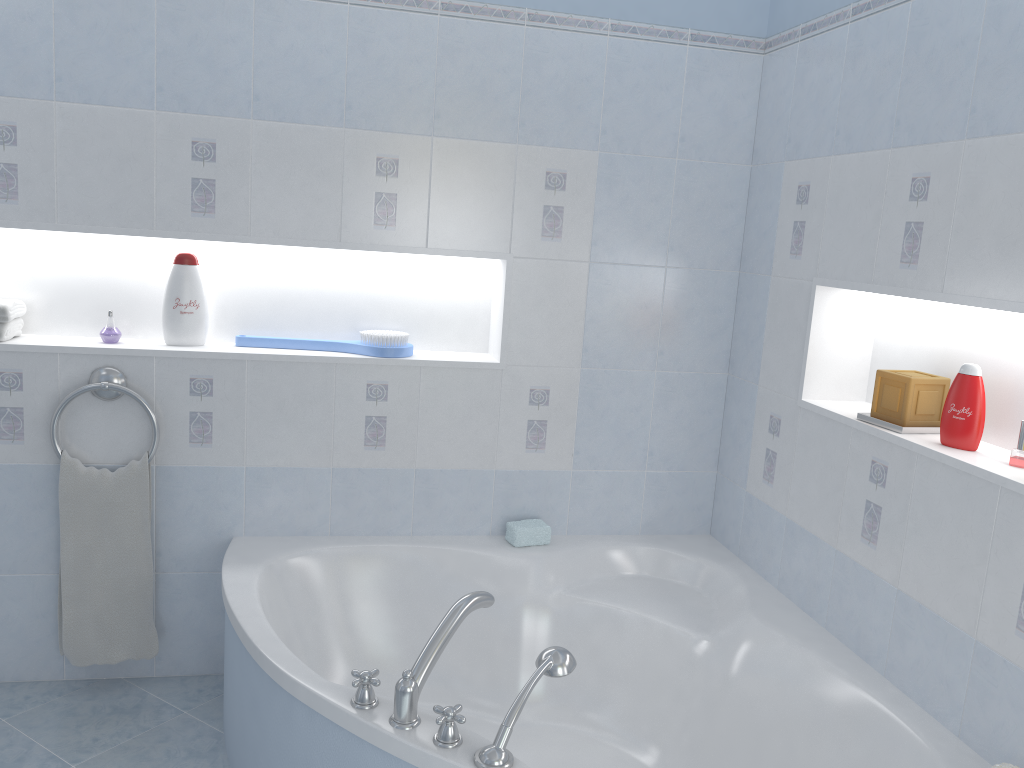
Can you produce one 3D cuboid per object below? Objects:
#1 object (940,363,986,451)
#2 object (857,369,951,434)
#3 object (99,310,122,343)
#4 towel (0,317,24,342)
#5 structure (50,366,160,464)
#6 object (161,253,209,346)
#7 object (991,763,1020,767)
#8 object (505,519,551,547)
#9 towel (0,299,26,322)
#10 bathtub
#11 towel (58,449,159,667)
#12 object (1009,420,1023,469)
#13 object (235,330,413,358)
[{"bbox_3d":[0.994,0.049,1.947,0.044,0.190,0.092,-3,12,-37],"label":"object"},{"bbox_3d":[0.967,0.039,2.158,0.160,0.130,0.160,1,10,-18],"label":"object"},{"bbox_3d":[-1.170,-0.167,2.585,0.059,0.094,0.059,1,10,-18],"label":"object"},{"bbox_3d":[-1.531,-0.162,2.505,0.232,0.060,0.162,2,10,-10],"label":"towel"},{"bbox_3d":[-1.151,0.116,2.516,0.291,0.332,0.051,2,10,-12],"label":"structure"},{"bbox_3d":[-0.966,-0.250,2.626,0.134,0.276,0.063,0,11,-24],"label":"object"},{"bbox_3d":[0.873,0.733,1.561,0.165,0.077,0.105,-4,13,-40],"label":"object"},{"bbox_3d":[0.052,0.470,2.798,0.128,0.059,0.081,-1,11,-25],"label":"object"},{"bbox_3d":[-1.517,-0.213,2.500,0.232,0.062,0.163,2,10,-10],"label":"towel"},{"bbox_3d":[0.067,0.754,2.130,1.578,0.670,1.596,2,10,-12],"label":"bathtub"},{"bbox_3d":[-1.163,0.502,2.552,0.280,0.634,0.101,1,10,-15],"label":"towel"},{"bbox_3d":[1.045,0.122,1.814,0.030,0.096,0.030,-4,13,-40],"label":"object"},{"bbox_3d":[-0.573,-0.140,2.760,0.534,0.065,0.172,4,10,2],"label":"object"}]
